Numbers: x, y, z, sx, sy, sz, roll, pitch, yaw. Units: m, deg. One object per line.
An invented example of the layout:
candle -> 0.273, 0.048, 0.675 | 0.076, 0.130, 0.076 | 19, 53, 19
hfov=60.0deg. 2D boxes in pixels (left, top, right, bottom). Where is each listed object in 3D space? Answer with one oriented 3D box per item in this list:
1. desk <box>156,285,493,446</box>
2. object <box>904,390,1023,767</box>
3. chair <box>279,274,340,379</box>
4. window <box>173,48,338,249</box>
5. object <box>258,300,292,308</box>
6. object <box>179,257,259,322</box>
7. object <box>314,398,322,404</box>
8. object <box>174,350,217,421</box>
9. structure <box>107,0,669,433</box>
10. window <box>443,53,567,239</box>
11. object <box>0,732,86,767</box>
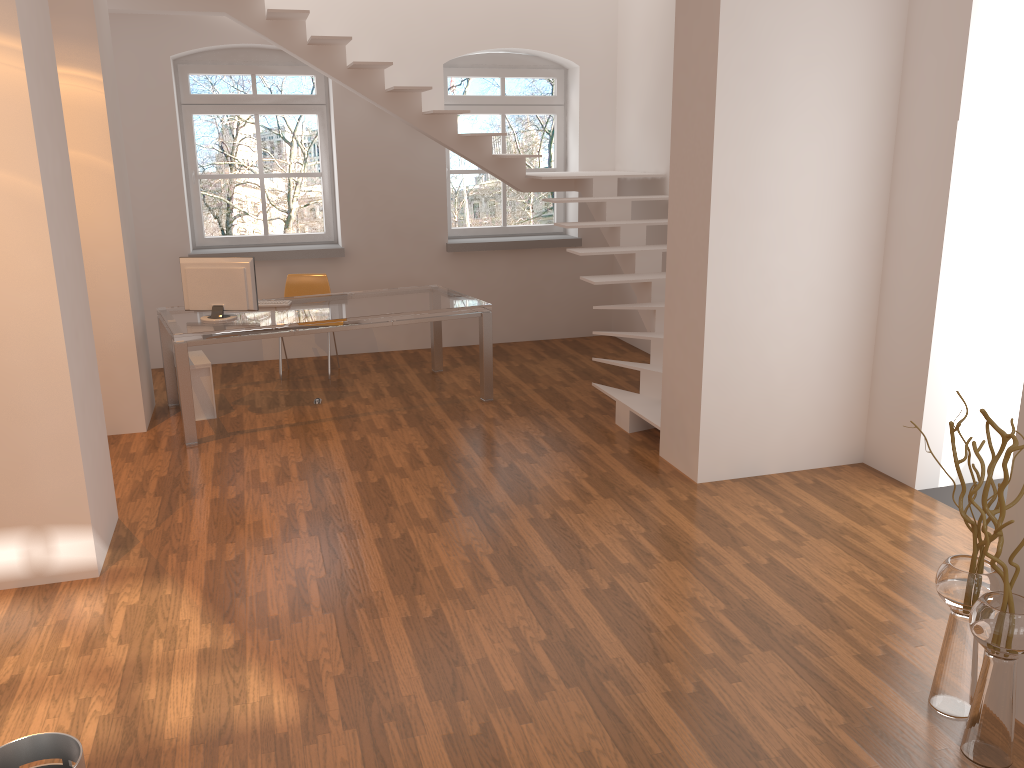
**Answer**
desk -> -1.390, -0.218, 6.685 | 2.239, 0.750, 1.092 | -8, 17, -25
object -> 1.500, 0.591, 2.909 | 0.284, 1.112, 0.655 | 1, 15, 5
chair -> -1.750, -0.492, 7.527 | 0.495, 0.829, 0.464 | -1, 15, -1
window -> -2.285, -2.108, 8.005 | 1.308, 1.737, 0.142 | -5, 16, -16
object -> -1.889, -0.599, 6.618 | 0.467, 0.031, 0.200 | -2, 15, -6
object -> -2.044, -0.657, 6.101 | 0.516, 0.418, 0.245 | 3, 16, 13
object -> -1.492, 0.129, 6.812 | 0.054, 0.035, 0.115 | -2, 15, -6
object -> -2.337, 0.012, 6.536 | 0.200, 0.422, 0.474 | -8, 17, -25
structure -> -0.724, -1.339, 6.450 | 4.630, 3.042, 3.450 | -5, 16, -16
window -> -0.087, -2.300, 8.627 | 1.308, 1.737, 0.142 | -5, 16, -16
object -> -1.184, 1.146, 2.226 | 0.248, 0.450, 0.248 | 7, 17, 26
